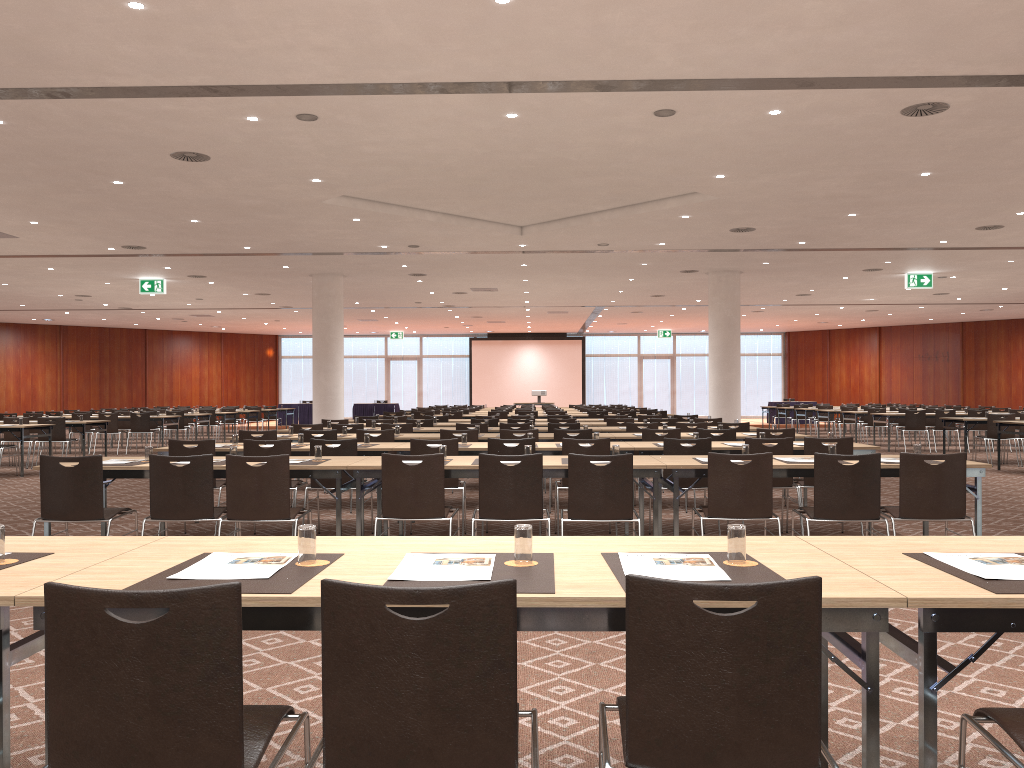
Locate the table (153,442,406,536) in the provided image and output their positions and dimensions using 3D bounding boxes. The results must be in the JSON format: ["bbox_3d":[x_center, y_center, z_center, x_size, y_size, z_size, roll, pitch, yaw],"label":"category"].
[{"bbox_3d":[-2.247,1.028,8.826,2.267,0.833,0.953,0,0,1],"label":"table"}]

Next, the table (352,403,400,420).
[{"bbox_3d":[-5.146,1.153,33.629,1.712,0.832,1.042,0,0,1],"label":"table"}]

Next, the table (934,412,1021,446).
[{"bbox_3d":[11.738,1.092,21.976,2.267,0.833,0.953,0,0,1],"label":"table"}]

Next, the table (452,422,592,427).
[{"bbox_3d":[0.174,1.073,14.766,2.267,0.833,0.953,0,0,1],"label":"table"}]

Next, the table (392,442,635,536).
[{"bbox_3d":[0.022,1.017,8.768,2.267,0.833,0.953,0,0,1],"label":"table"}]

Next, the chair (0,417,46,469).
[{"bbox_3d":[-9.046,1.075,16.401,0.535,0.939,0.614,0,0,2],"label":"chair"}]

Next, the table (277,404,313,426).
[{"bbox_3d":[-7.989,1.165,33.701,1.712,0.832,1.042,0,0,1],"label":"table"}]

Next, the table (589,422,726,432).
[{"bbox_3d":[2.443,1.063,14.709,2.267,0.833,0.953,0,0,1],"label":"table"}]

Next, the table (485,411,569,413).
[{"bbox_3d":[0.414,1.162,24.263,2.267,0.833,0.953,0,0,1],"label":"table"}]

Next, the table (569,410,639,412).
[{"bbox_3d":[2.683,1.152,24.206,2.267,0.833,0.953,0,0,1],"label":"table"}]

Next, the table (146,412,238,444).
[{"bbox_3d":[-8.850,1.204,24.497,2.267,0.833,0.953,0,0,1],"label":"table"}]

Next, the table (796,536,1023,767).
[{"bbox_3d":[2.139,0.951,2.669,2.267,0.833,0.953,0,0,1],"label":"table"}]

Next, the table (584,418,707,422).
[{"bbox_3d":[2.494,1.082,16.708,2.267,0.833,0.953,0,0,1],"label":"table"}]

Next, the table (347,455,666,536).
[{"bbox_3d":[-0.028,0.999,6.769,2.267,0.833,0.953,0,0,1],"label":"table"}]

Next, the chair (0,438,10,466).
[{"bbox_3d":[-9.763,1.079,16.462,0.535,0.939,0.614,0,0,4],"label":"chair"}]

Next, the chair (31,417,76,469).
[{"bbox_3d":[-8.423,1.072,16.312,0.535,0.939,0.614,0,0,-1],"label":"chair"}]

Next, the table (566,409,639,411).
[{"bbox_3d":[2.734,1.171,26.205,2.267,0.833,0.953,0,0,1],"label":"table"}]

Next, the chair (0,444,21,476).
[{"bbox_3d":[-8.411,1.053,14.384,0.535,0.939,0.614,0,0,4],"label":"chair"}]

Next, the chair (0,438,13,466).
[{"bbox_3d":[-9.697,1.079,16.460,0.535,0.939,0.614,0,0,1],"label":"chair"}]

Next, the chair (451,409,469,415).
[{"bbox_3d":[-1.256,1.092,21.748,0.535,0.939,0.614,0,0,3],"label":"chair"}]

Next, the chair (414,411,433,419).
[{"bbox_3d":[-1.950,1.077,19.765,0.535,0.939,0.614,0,0,2],"label":"chair"}]

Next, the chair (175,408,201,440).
[{"bbox_3d":[-9.495,1.168,25.975,0.535,0.939,0.614,0,0,2],"label":"chair"}]

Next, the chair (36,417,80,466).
[{"bbox_3d":[-8.343,1.071,16.310,0.535,0.939,0.614,0,0,1],"label":"chair"}]

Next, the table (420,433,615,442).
[{"bbox_3d":[0.073,1.036,10.768,2.267,0.833,0.953,0,0,1],"label":"table"}]

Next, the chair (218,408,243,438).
[{"bbox_3d":[-8.189,1.160,25.801,0.535,0.939,0.614,0,0,3],"label":"chair"}]

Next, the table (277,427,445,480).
[{"bbox_3d":[-2.146,1.065,12.824,2.267,0.833,0.953,0,0,1],"label":"table"}]

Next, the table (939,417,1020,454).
[{"bbox_3d":[9.329,1.051,16.535,2.267,0.833,0.953,0,0,1],"label":"table"}]

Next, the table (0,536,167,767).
[{"bbox_3d":[-2.399,0.971,2.784,2.267,0.833,0.953,0,0,1],"label":"table"}]

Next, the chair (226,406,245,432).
[{"bbox_3d":[-9.333,1.204,29.831,0.535,0.939,0.614,0,0,0],"label":"chair"}]

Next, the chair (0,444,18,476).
[{"bbox_3d":[-8.456,1.054,14.386,0.535,0.939,0.614,0,0,1],"label":"chair"}]

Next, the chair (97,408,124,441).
[{"bbox_3d":[-11.782,1.178,26.033,0.535,0.939,0.614,0,0,-1],"label":"chair"}]

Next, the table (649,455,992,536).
[{"bbox_3d":[2.241,0.988,6.711,2.267,0.833,0.953,0,0,1],"label":"table"}]

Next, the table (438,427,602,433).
[{"bbox_3d":[0.124,1.055,12.767,2.267,0.833,0.953,0,0,1],"label":"table"}]

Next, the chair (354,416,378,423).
[{"bbox_3d":[-2.641,1.046,16.239,0.535,0.939,0.614,0,0,1],"label":"chair"}]

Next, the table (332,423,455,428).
[{"bbox_3d":[-2.095,1.084,14.824,2.267,0.833,0.953,0,0,1],"label":"table"}]

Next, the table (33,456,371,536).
[{"bbox_3d":[-2.297,1.009,6.826,2.267,0.833,0.953,0,0,1],"label":"table"}]

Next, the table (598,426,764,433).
[{"bbox_3d":[2.393,1.044,12.710,2.267,0.833,0.953,0,0,1],"label":"table"}]

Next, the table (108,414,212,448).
[{"bbox_3d":[-8.901,1.186,22.498,2.267,0.833,0.953,0,0,1],"label":"table"}]

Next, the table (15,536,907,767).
[{"bbox_3d":[-0.130,0.961,2.727,2.267,0.833,0.953,0,0,1],"label":"table"}]

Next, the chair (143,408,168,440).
[{"bbox_3d":[-10.433,1.171,25.939,0.535,0.939,0.614,0,0,-2],"label":"chair"}]

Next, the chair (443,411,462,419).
[{"bbox_3d":[-1.299,1.073,19.672,0.535,0.939,0.614,0,0,2],"label":"chair"}]

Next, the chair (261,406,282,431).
[{"bbox_3d":[-8.076,1.198,29.800,0.535,0.939,0.614,0,0,2],"label":"chair"}]

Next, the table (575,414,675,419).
[{"bbox_3d":[2.582,1.115,20.207,2.267,0.833,0.953,0,0,1],"label":"table"}]

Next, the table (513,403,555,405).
[{"bbox_3d":[0.835,1.126,33.494,1.539,0.832,0.953,0,0,1],"label":"table"}]

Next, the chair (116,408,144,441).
[{"bbox_3d":[-11.148,1.174,25.876,0.535,0.939,0.614,0,0,4],"label":"chair"}]

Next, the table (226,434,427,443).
[{"bbox_3d":[-2.196,1.046,10.825,2.267,0.833,0.953,0,0,1],"label":"table"}]

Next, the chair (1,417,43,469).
[{"bbox_3d":[-9.096,1.075,16.402,0.535,0.939,0.614,0,0,-1],"label":"chair"}]

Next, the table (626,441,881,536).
[{"bbox_3d":[2.292,1.007,8.711,2.267,0.833,0.953,0,0,1],"label":"table"}]

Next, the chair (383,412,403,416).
[{"bbox_3d":[-2.617,1.079,19.740,0.535,0.939,0.614,0,0,3],"label":"chair"}]

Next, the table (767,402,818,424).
[{"bbox_3d":[10.520,1.082,33.233,1.712,0.832,1.042,0,0,1],"label":"table"}]

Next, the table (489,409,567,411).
[{"bbox_3d":[0.465,1.181,26.263,2.267,0.833,0.953,0,0,1],"label":"table"}]

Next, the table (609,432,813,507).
[{"bbox_3d":[2.342,1.026,10.710,2.267,0.833,0.953,0,0,1],"label":"table"}]

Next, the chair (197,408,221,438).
[{"bbox_3d":[-8.874,1.164,25.900,0.535,0.939,0.614,0,0,4],"label":"chair"}]

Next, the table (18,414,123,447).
[{"bbox_3d":[-11.170,1.196,22.555,2.267,0.833,0.953,0,0,1],"label":"table"}]

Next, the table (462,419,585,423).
[{"bbox_3d":[0.225,1.092,16.766,2.267,0.833,0.953,0,0,1],"label":"table"}]

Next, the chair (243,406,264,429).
[{"bbox_3d":[-8.723,1.202,29.897,0.535,0.939,0.614,0,0,4],"label":"chair"}]

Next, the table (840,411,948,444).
[{"bbox_3d":[9.468,1.102,22.034,2.267,0.833,0.953,0,0,1],"label":"table"}]

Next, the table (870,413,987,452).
[{"bbox_3d":[9.418,1.084,20.034,2.267,0.833,0.953,0,0,1],"label":"table"}]
